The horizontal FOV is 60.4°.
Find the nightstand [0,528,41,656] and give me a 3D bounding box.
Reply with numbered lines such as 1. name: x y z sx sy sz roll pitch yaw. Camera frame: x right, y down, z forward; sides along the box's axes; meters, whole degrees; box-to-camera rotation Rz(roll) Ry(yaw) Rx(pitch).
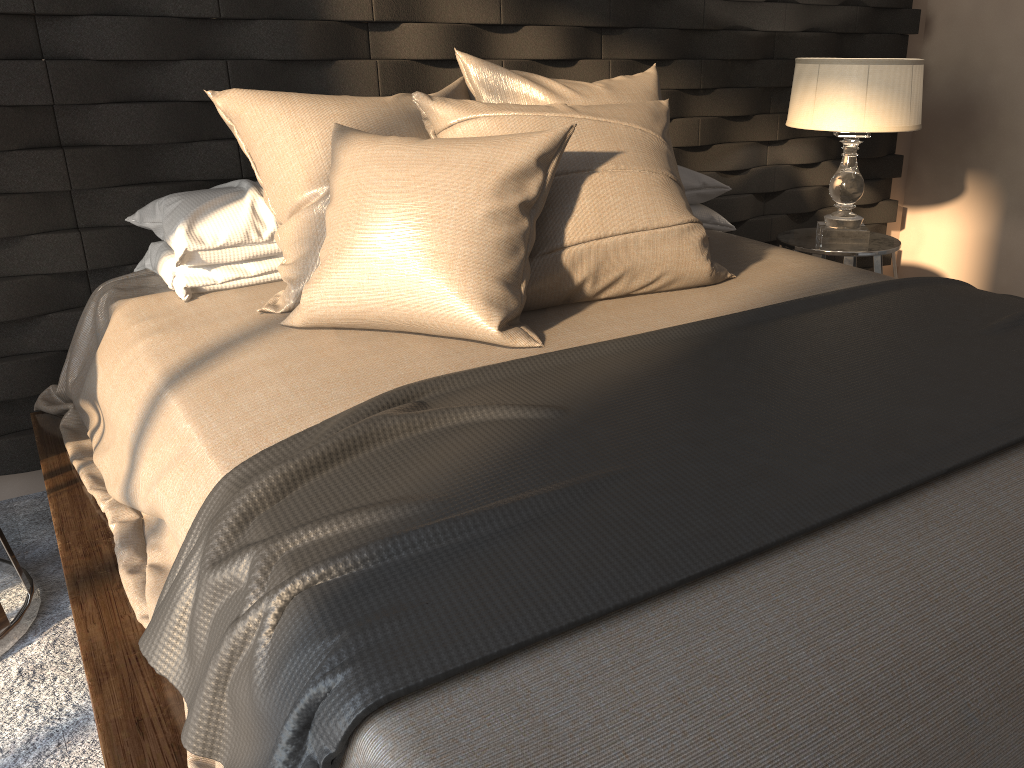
1. nightstand: -1.282 0.235 1.668 0.570 0.602 0.533 -8 22 -18

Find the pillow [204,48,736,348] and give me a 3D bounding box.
1. pillow: 0.058 -0.485 1.993 1.317 0.517 0.861 -12 24 -29

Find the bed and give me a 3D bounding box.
1. bed: 0.303 0.143 1.907 2.401 0.622 2.193 -12 24 -30

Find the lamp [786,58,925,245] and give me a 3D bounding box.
1. lamp: 1.208 -0.829 3.146 0.451 0.629 0.482 6 22 19

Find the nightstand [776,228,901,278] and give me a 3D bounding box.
1. nightstand: 1.211 -0.318 3.345 0.615 0.471 0.628 2 21 6

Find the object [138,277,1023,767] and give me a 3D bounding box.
1. object: 0.518 0.112 1.496 2.151 0.321 0.591 -13 24 -31
